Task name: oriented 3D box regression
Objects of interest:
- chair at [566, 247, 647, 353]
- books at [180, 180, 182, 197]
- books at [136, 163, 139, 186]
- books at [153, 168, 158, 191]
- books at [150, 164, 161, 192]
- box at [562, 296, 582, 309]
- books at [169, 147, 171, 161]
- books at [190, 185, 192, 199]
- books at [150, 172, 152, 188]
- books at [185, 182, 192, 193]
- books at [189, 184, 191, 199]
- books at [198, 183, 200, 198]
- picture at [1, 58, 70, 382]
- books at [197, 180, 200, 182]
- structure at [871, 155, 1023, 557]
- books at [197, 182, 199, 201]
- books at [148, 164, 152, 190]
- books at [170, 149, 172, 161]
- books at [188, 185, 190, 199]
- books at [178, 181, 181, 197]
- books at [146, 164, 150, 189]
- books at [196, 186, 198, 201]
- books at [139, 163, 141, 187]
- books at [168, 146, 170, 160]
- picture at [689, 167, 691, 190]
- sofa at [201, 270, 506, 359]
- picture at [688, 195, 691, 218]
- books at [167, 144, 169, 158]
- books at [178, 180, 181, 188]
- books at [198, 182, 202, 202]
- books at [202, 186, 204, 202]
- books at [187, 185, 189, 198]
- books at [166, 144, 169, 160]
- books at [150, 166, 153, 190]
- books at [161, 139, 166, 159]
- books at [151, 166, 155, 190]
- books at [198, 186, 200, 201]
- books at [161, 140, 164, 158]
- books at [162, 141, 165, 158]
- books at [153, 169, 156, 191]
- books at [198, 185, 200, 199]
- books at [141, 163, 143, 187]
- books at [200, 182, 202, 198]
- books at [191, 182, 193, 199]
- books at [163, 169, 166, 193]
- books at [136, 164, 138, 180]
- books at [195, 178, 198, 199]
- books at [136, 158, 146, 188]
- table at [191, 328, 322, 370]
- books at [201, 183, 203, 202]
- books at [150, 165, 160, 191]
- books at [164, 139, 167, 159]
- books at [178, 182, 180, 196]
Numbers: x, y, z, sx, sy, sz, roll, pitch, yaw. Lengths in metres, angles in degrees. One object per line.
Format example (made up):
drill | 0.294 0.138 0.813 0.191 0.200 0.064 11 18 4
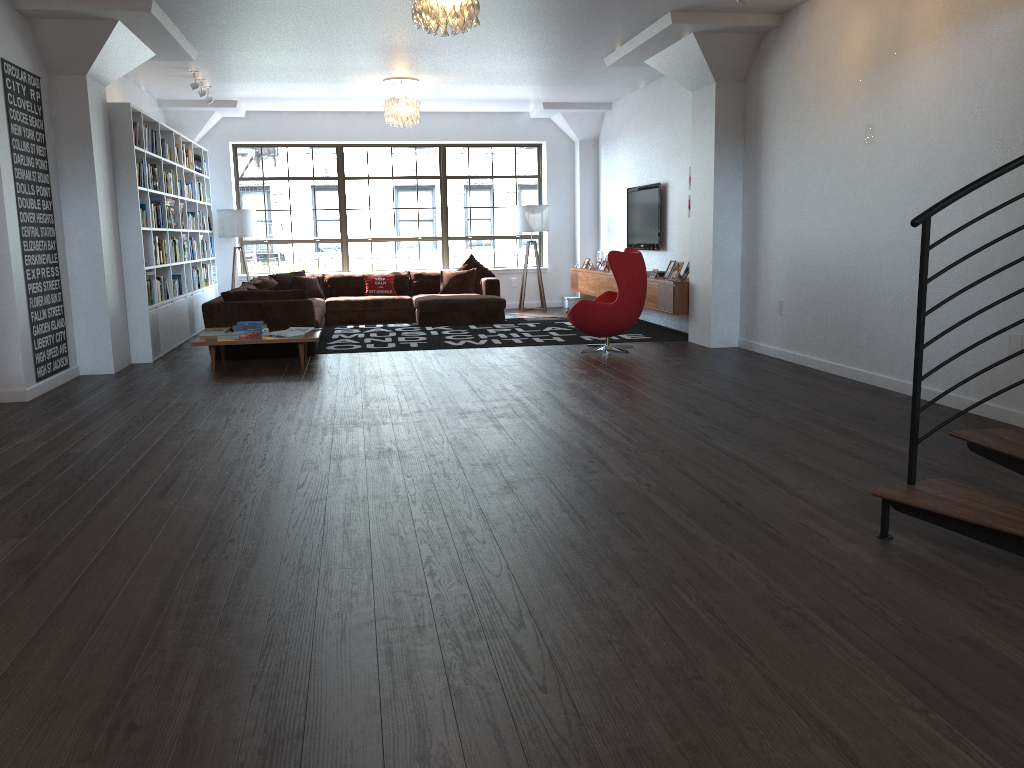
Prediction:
chair | 0.944 -0.848 8.834 0.801 1.006 0.798 2 10 15
books | -4.024 -2.330 10.603 0.146 0.202 0.027 -3 10 -10
books | -3.635 -1.988 8.441 0.152 0.232 0.104 -3 10 -10
books | -3.786 -2.123 9.231 0.174 0.240 0.054 -3 10 -10
books | -3.818 -2.174 9.388 0.176 0.291 0.053 -3 10 -10
box | 0.938 -1.282 13.931 0.228 0.165 0.368 -3 10 -10
books | -3.953 -2.609 10.107 0.109 0.171 0.018 -3 10 -10
books | -4.151 -2.436 11.275 0.139 0.191 0.036 -3 10 -10
books | -3.756 -2.091 9.010 0.160 0.251 0.039 -3 10 -10
books | -4.163 -2.462 11.310 0.140 0.231 0.042 -3 10 -10
books | -4.146 -2.432 11.235 0.136 0.196 0.045 -3 10 -10
books | -4.255 -2.549 11.813 0.174 0.240 0.045 -3 10 -10
picture | -3.730 -1.249 6.990 0.021 2.380 0.800 -3 10 -10
books | -4.267 -2.586 11.881 0.176 0.290 0.036 -3 10 -10
structure | 1.886 -1.442 2.183 1.998 4.352 1.998 7 13 40
books | -4.223 -2.531 11.661 0.183 0.253 0.034 -3 10 -10
books | -3.752 -2.089 8.970 0.180 0.259 0.042 -3 10 -10
books | -3.950 -2.603 10.127 0.110 0.153 0.019 -3 10 -10
books | -4.129 -2.411 11.163 0.128 0.178 0.021 -3 10 -10
books | -4.017 -2.315 10.546 0.139 0.191 0.036 -3 10 -10
books | -3.731 -2.073 8.888 0.183 0.253 0.042 -3 10 -10
books | -4.200 -2.503 11.585 0.161 0.223 0.026 -3 10 -10
books | -3.638 -1.995 8.472 0.172 0.235 0.112 -3 10 -10
books | -3.938 -2.597 10.016 0.128 0.178 0.022 -3 10 -10
picture | 2.012 -2.277 9.786 0.030 0.250 0.250 -3 10 -10
sofa | -1.675 -0.981 10.945 3.481 0.664 4.197 -3 10 -10
picture | 2.017 -1.975 9.837 0.030 0.250 0.250 -3 10 -10
books | -3.934 -2.597 9.961 0.136 0.196 0.045 -3 10 -10
books | -4.028 -2.325 10.575 0.146 0.202 0.027 -3 10 -10
books | -4.251 -2.562 11.852 0.183 0.253 0.034 -3 10 -10
books | -4.298 -2.588 12.102 0.161 0.223 0.026 -3 10 -10
books | -4.126 -2.402 11.112 0.128 0.178 0.022 -3 10 -10
books | -3.924 -2.589 9.922 0.139 0.191 0.036 -3 10 -10
books | -3.760 -2.096 9.049 0.171 0.246 0.039 -3 10 -10
books | -3.903 -2.586 9.784 0.140 0.231 0.042 -3 10 -10
books | -3.777 -2.111 9.119 0.183 0.253 0.042 -3 10 -10
books | -4.225 -2.536 11.695 0.183 0.253 0.034 -3 10 -10
books | -3.866 -2.545 9.626 0.146 0.202 0.027 -3 10 -10
books | -3.884 -2.558 9.705 0.146 0.202 0.027 -3 10 -10
books | -3.769 -2.102 9.160 0.161 0.223 0.032 -3 10 -10
books | -4.241 -2.535 11.781 0.161 0.223 0.027 -3 10 -10
books | -3.656 -2.011 8.551 0.174 0.242 0.105 -3 10 -10
books | -4.273 -2.578 11.930 0.180 0.259 0.060 -3 10 -10
books | -4.175 -2.467 11.357 0.158 0.226 0.052 -3 10 -10
books | -3.834 -2.184 9.558 0.182 0.253 0.034 -3 10 -10
books | -3.633 -1.976 8.412 0.161 0.218 0.101 -3 10 -10
books | -4.216 -2.542 11.616 0.176 0.290 0.053 -3 10 -10
books | -3.662 -2.048 8.624 0.176 0.290 0.053 -3 10 -10
table | -2.355 -0.326 8.319 1.100 0.271 0.853 -3 10 -10
books | -4.296 -2.591 12.025 0.183 0.253 0.034 -3 10 -10
books | -3.825 -2.162 9.335 0.198 0.284 0.049 -3 10 -10
books | -3.917 -2.591 9.831 0.158 0.226 0.052 -3 10 -10
books | -4.004 -2.297 10.493 0.126 0.173 0.032 -3 10 -10
